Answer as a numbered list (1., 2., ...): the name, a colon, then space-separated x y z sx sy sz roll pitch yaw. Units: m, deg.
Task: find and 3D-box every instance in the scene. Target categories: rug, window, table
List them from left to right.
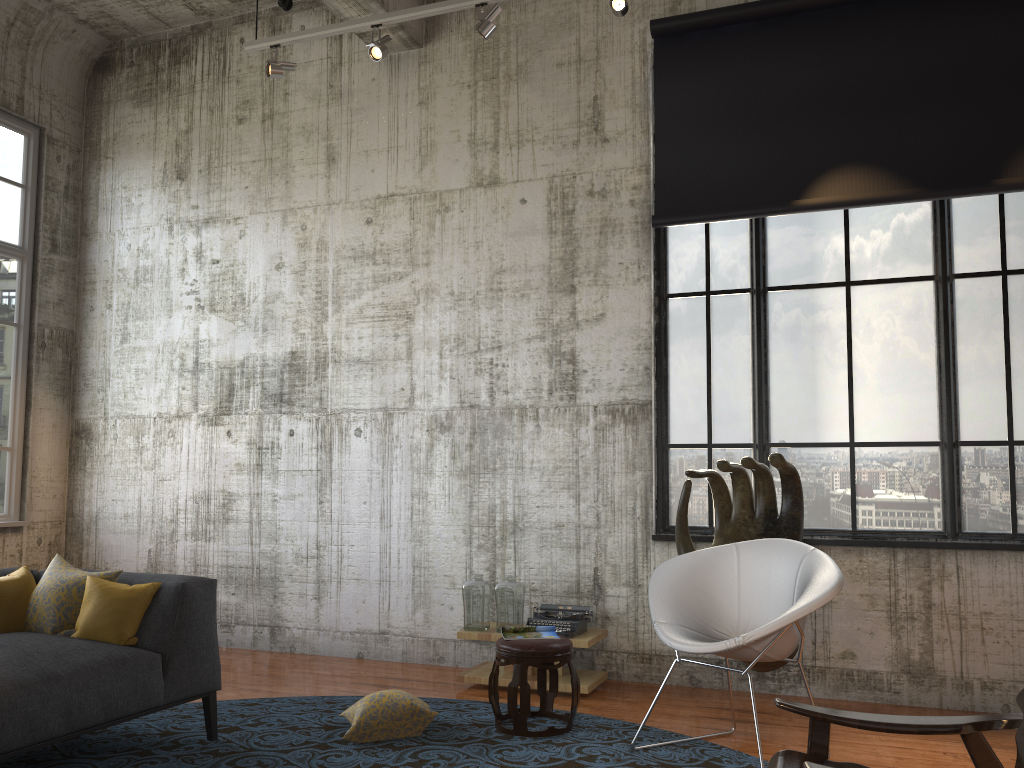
1. window: -4.845 -0.751 5.545 0.050 3.425 4.294 -1 -6 21
2. rug: -0.913 1.639 3.026 4.848 0.009 4.858 3 -7 -23
3. table: 0.137 1.784 5.757 0.875 0.358 0.476 -2 -6 21
4. window: 2.161 -0.686 5.704 2.580 3.426 0.051 -2 -5 21

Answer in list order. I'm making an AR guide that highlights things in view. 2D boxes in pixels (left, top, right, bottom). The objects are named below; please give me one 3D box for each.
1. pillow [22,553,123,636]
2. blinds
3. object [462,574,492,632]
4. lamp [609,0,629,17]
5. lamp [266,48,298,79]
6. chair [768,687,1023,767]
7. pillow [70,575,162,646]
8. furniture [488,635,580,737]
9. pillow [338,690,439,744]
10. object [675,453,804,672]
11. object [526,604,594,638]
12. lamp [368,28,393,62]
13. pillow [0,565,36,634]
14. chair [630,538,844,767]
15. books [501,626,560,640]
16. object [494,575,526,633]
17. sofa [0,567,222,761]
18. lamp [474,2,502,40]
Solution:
1. pillow: -2.207 1.073 4.358 0.537 0.445 0.261 -3 -6 28
2. blinds: 2.103 -1.822 5.635 2.444 1.460 0.151 -2 -5 21
3. object: -0.229 1.430 5.812 0.163 0.360 0.163 -1 -5 19
4. lamp: 0.637 -2.274 5.241 0.102 0.210 0.261 -1 -6 16
5. lamp: -1.606 -2.192 6.082 0.261 0.210 0.102 4 -6 -34
6. chair: 1.268 1.199 2.536 1.043 0.791 0.877 -1 -6 11
7. pillow: -1.911 1.076 4.212 0.434 0.318 0.169 1 -5 -5
8. furniture: 0.119 1.609 4.792 0.432 0.476 0.433 3 -6 -24
9. pillow: -0.646 1.735 4.657 0.504 0.246 0.482 2 -6 -13
10. object: 1.348 1.065 5.257 0.728 1.293 0.457 -3 -6 32
11. object: 0.280 1.522 5.700 0.424 0.152 0.383 -2 -7 21
12. lamp: -0.871 -2.215 5.820 0.102 0.227 0.199 -3 -6 31
13. pillow: -2.465 1.086 4.328 0.229 0.370 0.406 -3 -6 30
14. chair: 1.091 1.279 4.292 0.807 1.027 1.059 4 -6 -30
15. books: 0.100 1.363 4.850 0.300 0.043 0.229 1 -7 -5
16. object: -0.012 1.423 5.730 0.163 0.360 0.163 -2 -6 23
17. sofa: -2.627 1.250 3.418 1.362 0.858 3.012 -2 -7 22
18. lamp: -0.159 -2.248 5.518 0.182 0.240 0.102 -1 -5 16
